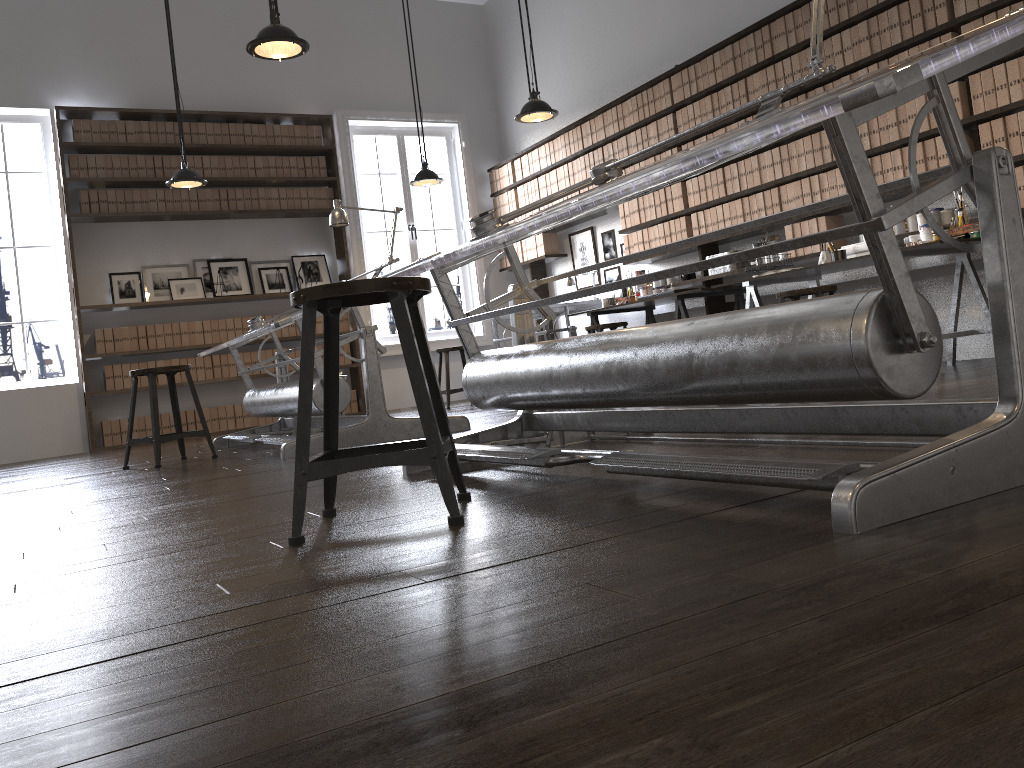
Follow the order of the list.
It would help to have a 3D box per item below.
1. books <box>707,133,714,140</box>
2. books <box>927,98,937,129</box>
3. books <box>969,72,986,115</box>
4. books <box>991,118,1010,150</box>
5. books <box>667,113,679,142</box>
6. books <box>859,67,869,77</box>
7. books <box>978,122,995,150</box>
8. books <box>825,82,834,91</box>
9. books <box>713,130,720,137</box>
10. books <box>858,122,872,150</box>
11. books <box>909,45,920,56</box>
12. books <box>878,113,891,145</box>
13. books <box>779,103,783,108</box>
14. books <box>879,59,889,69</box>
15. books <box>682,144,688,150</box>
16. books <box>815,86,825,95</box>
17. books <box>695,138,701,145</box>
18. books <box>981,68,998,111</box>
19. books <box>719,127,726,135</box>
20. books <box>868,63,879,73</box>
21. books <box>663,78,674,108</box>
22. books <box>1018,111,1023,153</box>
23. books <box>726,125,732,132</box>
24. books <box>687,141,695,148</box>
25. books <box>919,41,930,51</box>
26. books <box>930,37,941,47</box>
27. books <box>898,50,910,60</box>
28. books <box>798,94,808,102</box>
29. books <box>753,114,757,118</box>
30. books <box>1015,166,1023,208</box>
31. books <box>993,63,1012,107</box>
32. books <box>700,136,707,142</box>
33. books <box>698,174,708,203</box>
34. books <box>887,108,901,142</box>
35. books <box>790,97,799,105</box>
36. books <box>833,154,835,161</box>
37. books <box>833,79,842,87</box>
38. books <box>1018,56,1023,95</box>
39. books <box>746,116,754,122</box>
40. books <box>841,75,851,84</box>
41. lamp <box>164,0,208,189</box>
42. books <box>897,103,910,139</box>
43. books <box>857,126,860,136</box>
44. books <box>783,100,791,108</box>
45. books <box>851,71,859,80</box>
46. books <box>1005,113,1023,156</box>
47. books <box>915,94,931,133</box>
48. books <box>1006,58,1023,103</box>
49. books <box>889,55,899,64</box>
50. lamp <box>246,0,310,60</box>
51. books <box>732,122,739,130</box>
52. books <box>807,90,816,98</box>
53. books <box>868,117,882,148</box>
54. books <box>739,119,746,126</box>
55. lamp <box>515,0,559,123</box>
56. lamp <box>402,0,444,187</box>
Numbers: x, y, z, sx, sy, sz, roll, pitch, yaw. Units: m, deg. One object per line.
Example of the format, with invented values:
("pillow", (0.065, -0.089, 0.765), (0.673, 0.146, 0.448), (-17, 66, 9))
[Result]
("books", (1.562, -1.762, 6.638), (0.175, 0.226, 0.066), (-7, -1, -29))
("books", (2.463, -1.558, 5.054), (0.175, 0.226, 0.066), (-7, -1, -29))
("books", (2.588, -1.574, 4.830), (0.175, 0.226, 0.066), (-7, -1, -29))
("books", (2.660, -1.304, 4.739), (0.175, 0.226, 0.066), (-7, -1, -29))
("books", (1.328, -2.019, 6.999), (0.175, 0.226, 0.066), (-7, -1, -29))
("books", (2.224, -1.816, 5.430), (0.175, 0.226, 0.066), (-7, -1, -29))
("books", (2.629, -1.302, 4.806), (0.175, 0.226, 0.066), (-7, -1, -29))
("books", (2.098, -1.806, 5.665), (0.175, 0.226, 0.066), (-7, -1, -29))
("books", (1.596, -1.765, 6.576), (0.175, 0.226, 0.066), (-7, -1, -29))
("books", (2.231, -1.539, 5.468), (0.175, 0.226, 0.066), (-7, -1, -29))
("books", (2.392, -1.830, 5.119), (0.175, 0.226, 0.066), (-7, -1, -29))
("books", (2.303, -1.545, 5.346), (0.175, 0.226, 0.066), (-7, -1, -29))
("books", (1.891, -1.789, 6.029), (0.175, 0.226, 0.066), (-7, -1, -29))
("books", (2.295, -1.822, 5.307), (0.175, 0.226, 0.066), (-7, -1, -29))
("books", (1.422, -1.750, 6.892), (0.175, 0.226, 0.066), (-7, -1, -29))
("books", (2.060, -1.803, 5.725), (0.175, 0.226, 0.066), (-7, -1, -29))
("books", (1.494, -1.756, 6.762), (0.175, 0.226, 0.066), (-7, -1, -29))
("books", (2.620, -1.577, 4.768), (0.175, 0.226, 0.066), (-7, -1, -29))
("books", (1.623, -1.767, 6.514), (0.175, 0.226, 0.066), (-7, -1, -29))
("books", (2.258, -1.819, 5.366), (0.175, 0.226, 0.066), (-7, -1, -29))
("books", (1.297, -2.294, 7.001), (0.175, 0.226, 0.066), (-7, -1, -29))
("books", (2.731, -1.310, 4.612), (0.175, 0.226, 0.066), (-7, -1, -29))
("books", (1.659, -1.770, 6.459), (0.175, 0.226, 0.066), (-7, -1, -29))
("books", (1.453, -1.753, 6.825), (0.175, 0.226, 0.066), (-7, -1, -29))
("books", (2.424, -1.833, 5.061), (0.175, 0.226, 0.066), (-7, -1, -29))
("books", (2.458, -1.836, 5.008), (0.175, 0.226, 0.066), (-7, -1, -29))
("books", (2.360, -1.827, 5.184), (0.175, 0.226, 0.066), (-7, -1, -29))
("books", (1.989, -1.797, 5.852), (0.175, 0.226, 0.066), (-7, -1, -29))
("books", (1.794, -1.781, 6.219), (0.175, 0.226, 0.066), (-7, -1, -29))
("books", (2.727, -1.031, 4.667), (0.175, 0.226, 0.066), (-7, -1, -29))
("books", (2.650, -1.579, 4.705), (0.175, 0.226, 0.066), (-7, -1, -29))
("books", (1.524, -1.759, 6.698), (0.175, 0.226, 0.066), (-7, -1, -29))
("books", (1.520, -1.480, 6.753), (0.175, 0.226, 0.066), (-7, -1, -29))
("books", (2.330, -1.547, 5.284), (0.175, 0.226, 0.066), (-7, -1, -29))
("books", (1.958, -1.795, 5.920), (0.175, 0.226, 0.066), (-7, -1, -29))
("books", (2.129, -1.530, 5.662), (0.175, 0.226, 0.066), (-7, -1, -29))
("books", (2.132, -1.809, 5.603), (0.175, 0.226, 0.066), (-7, -1, -29))
("books", (2.719, -1.585, 4.588), (0.175, 0.226, 0.066), (-7, -1, -29))
("books", (1.759, -1.778, 6.279), (0.175, 0.226, 0.066), (-7, -1, -29))
("books", (2.159, -1.811, 5.542), (0.175, 0.226, 0.066), (-7, -1, -29))
("lamp", (-2.687, -2.683, 6.980), (0.309, 2.256, 0.313), (-8, -2, 41))
("books", (2.366, -1.550, 5.228), (0.175, 0.226, 0.066), (-7, -1, -29))
("books", (2.201, -1.536, 5.532), (0.175, 0.226, 0.066), (-7, -1, -29))
("books", (1.925, -1.792, 5.976), (0.175, 0.226, 0.066), (-7, -1, -29))
("books", (2.196, -1.814, 5.486), (0.175, 0.226, 0.066), (-7, -1, -29))
("books", (2.701, -1.308, 4.676), (0.175, 0.226, 0.066), (-7, -1, -29))
("books", (2.426, -1.555, 5.114), (0.175, 0.226, 0.066), (-7, -1, -29))
("books", (2.687, -1.582, 4.642), (0.175, 0.226, 0.066), (-7, -1, -29))
("books", (2.330, -1.825, 5.247), (0.175, 0.226, 0.066), (-7, -1, -29))
("lamp", (-1.309, -2.796, 4.481), (0.313, 2.256, 0.310), (-7, -2, -9))
("books", (1.688, -1.772, 6.403), (0.175, 0.226, 0.066), (-7, -1, -29))
("books", (2.030, -1.800, 5.789), (0.175, 0.226, 0.066), (-7, -1, -29))
("books", (2.269, -1.542, 5.408), (0.175, 0.226, 0.066), (-7, -1, -29))
("books", (1.721, -1.775, 6.339), (0.175, 0.226, 0.066), (-7, -1, -29))
("lamp", (0.039, -3.000, 6.281), (0.309, 2.256, 0.313), (-8, -2, 41))
("lamp", (-0.902, -2.922, 7.978), (0.309, 2.256, 0.313), (-8, -2, 41))
